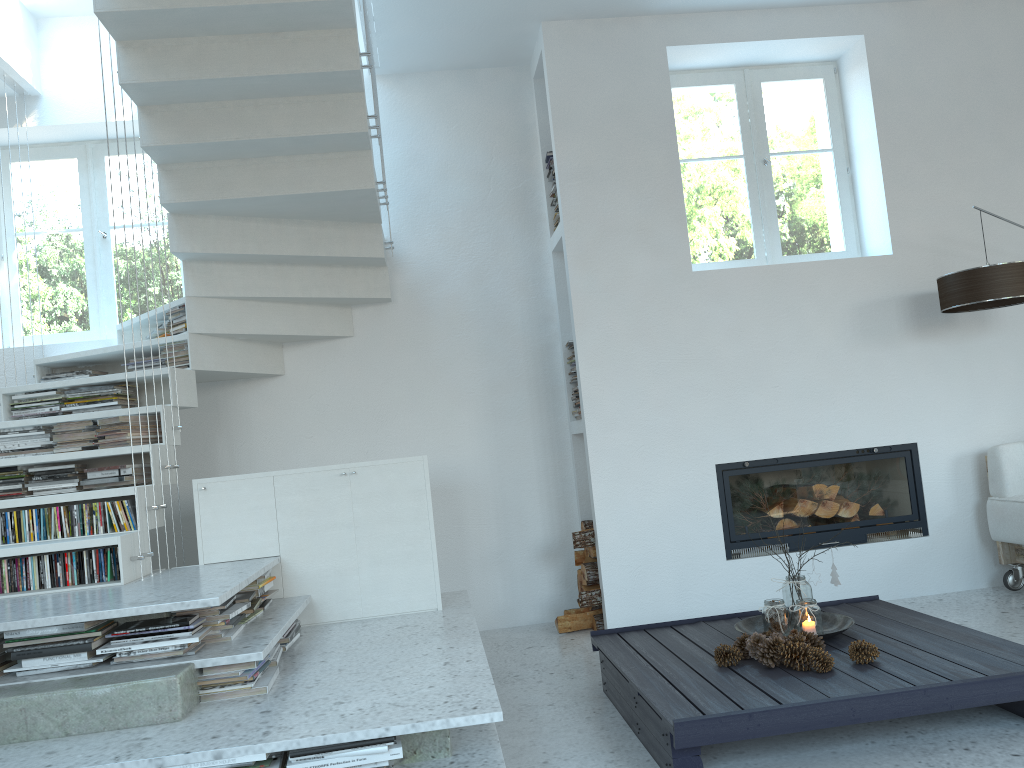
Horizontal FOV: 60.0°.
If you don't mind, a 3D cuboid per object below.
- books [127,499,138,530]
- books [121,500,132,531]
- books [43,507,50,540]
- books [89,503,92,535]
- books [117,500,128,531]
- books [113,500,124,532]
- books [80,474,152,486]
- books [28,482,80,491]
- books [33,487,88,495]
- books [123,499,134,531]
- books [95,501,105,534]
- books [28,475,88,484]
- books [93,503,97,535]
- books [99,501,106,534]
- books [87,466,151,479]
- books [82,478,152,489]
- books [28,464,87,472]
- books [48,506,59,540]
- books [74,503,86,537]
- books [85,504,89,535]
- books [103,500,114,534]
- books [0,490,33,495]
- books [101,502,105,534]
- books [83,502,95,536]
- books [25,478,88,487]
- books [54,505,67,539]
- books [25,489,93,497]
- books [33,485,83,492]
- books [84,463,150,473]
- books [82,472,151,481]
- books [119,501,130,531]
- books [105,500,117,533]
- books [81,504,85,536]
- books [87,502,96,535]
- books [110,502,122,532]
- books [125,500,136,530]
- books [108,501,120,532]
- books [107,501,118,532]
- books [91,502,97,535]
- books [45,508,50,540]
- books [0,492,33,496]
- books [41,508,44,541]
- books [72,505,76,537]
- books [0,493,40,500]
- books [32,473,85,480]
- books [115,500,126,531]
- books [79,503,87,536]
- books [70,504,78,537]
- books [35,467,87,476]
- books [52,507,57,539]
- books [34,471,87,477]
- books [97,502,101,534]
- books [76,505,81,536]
[{"bbox_3d":[-1.514,0.526,3.585,0.034,0.123,0.125,-6,-4,-6],"label":"books"},{"bbox_3d":[-1.538,0.528,3.583,0.035,0.123,0.125,-6,-4,-6],"label":"books"},{"bbox_3d":[-1.846,0.557,3.552,0.009,0.125,0.125,-6,-4,-6],"label":"books"},{"bbox_3d":[-1.673,0.540,3.569,0.008,0.125,0.125,-6,-4,-6],"label":"books"},{"bbox_3d":[-1.553,0.530,3.581,0.035,0.123,0.125,-6,-4,-6],"label":"books"},{"bbox_3d":[-1.568,0.531,3.580,0.034,0.123,0.125,-6,-4,-6],"label":"books"},{"bbox_3d":[-1.725,0.418,3.873,0.240,0.019,0.172,-7,-4,19],"label":"books"},{"bbox_3d":[-2.005,0.452,3.935,0.207,0.016,0.175,-5,-4,-11],"label":"books"},{"bbox_3d":[-2.004,0.475,3.950,0.199,0.013,0.138,-6,-4,1],"label":"books"},{"bbox_3d":[-1.530,0.528,3.584,0.034,0.123,0.125,-6,-4,-6],"label":"books"},{"bbox_3d":[-1.649,0.538,3.572,0.008,0.125,0.125,-6,-4,-6],"label":"books"},{"bbox_3d":[-2.009,0.425,3.948,0.219,0.013,0.150,-6,-4,-1],"label":"books"},{"bbox_3d":[-1.658,0.539,3.571,0.010,0.125,0.125,-6,-4,-6],"label":"books"},{"bbox_3d":[-1.634,0.536,3.573,0.008,0.125,0.125,-6,-4,-6],"label":"books"},{"bbox_3d":[-1.722,0.389,3.898,0.222,0.028,0.141,-7,-4,13],"label":"books"},{"bbox_3d":[-1.718,0.437,3.892,0.288,0.017,0.136,-7,-4,17],"label":"books"},{"bbox_3d":[-2.013,0.373,3.939,0.194,0.014,0.177,-5,-4,-11],"label":"books"},{"bbox_3d":[-1.826,0.555,3.554,0.009,0.125,0.125,-6,-4,-6],"label":"books"},{"bbox_3d":[-1.728,0.545,3.564,0.008,0.125,0.125,-6,-4,-6],"label":"books"},{"bbox_3d":[-1.686,0.541,3.568,0.008,0.125,0.125,-6,-4,-6],"label":"books"},{"bbox_3d":[-1.620,0.535,3.575,0.008,0.125,0.125,-6,-4,-6],"label":"books"},{"bbox_3d":[-2.225,0.482,3.917,0.216,0.009,0.158,-5,-4,-12],"label":"books"},{"bbox_3d":[-1.627,0.535,3.574,0.007,0.125,0.125,-6,-4,-6],"label":"books"},{"bbox_3d":[-1.694,0.542,3.567,0.007,0.125,0.125,-6,-4,-6],"label":"books"},{"bbox_3d":[-2.006,0.437,3.935,0.225,0.013,0.184,-5,-4,-8],"label":"books"},{"bbox_3d":[-1.801,0.552,3.556,0.013,0.125,0.125,-6,-4,-6],"label":"books"},{"bbox_3d":[-2.001,0.482,3.927,0.223,0.004,0.191,-5,-4,-10],"label":"books"},{"bbox_3d":[-2.005,0.465,3.951,0.188,0.008,0.147,-6,-4,-2],"label":"books"},{"bbox_3d":[-1.728,0.367,3.888,0.212,0.014,0.169,-7,-4,14],"label":"books"},{"bbox_3d":[-1.723,0.406,3.889,0.254,0.007,0.161,-7,-4,14],"label":"books"},{"bbox_3d":[-1.545,0.529,3.582,0.036,0.123,0.125,-6,-4,-6],"label":"books"},{"bbox_3d":[-1.610,0.534,3.576,0.011,0.125,0.125,-6,-4,-6],"label":"books"},{"bbox_3d":[-1.701,0.543,3.566,0.007,0.125,0.125,-6,-4,-6],"label":"books"},{"bbox_3d":[-1.679,0.541,3.569,0.008,0.125,0.125,-6,-4,-6],"label":"books"},{"bbox_3d":[-1.576,0.532,3.579,0.036,0.123,0.125,-6,-4,-6],"label":"books"},{"bbox_3d":[-1.522,0.527,3.585,0.036,0.123,0.125,-6,-4,-6],"label":"books"},{"bbox_3d":[-1.584,0.533,3.578,0.035,0.123,0.125,-6,-4,-6],"label":"books"},{"bbox_3d":[-1.592,0.534,3.577,0.034,0.123,0.125,-6,-4,-6],"label":"books"},{"bbox_3d":[-1.665,0.539,3.570,0.010,0.125,0.125,-6,-4,-6],"label":"books"},{"bbox_3d":[-1.836,0.556,3.553,0.011,0.125,0.125,-6,-4,-6],"label":"books"},{"bbox_3d":[-2.224,0.489,3.909,0.195,0.007,0.189,-5,-4,-8],"label":"books"},{"bbox_3d":[-1.856,0.558,3.551,0.013,0.125,0.125,-6,-4,-6],"label":"books"},{"bbox_3d":[-1.735,0.546,3.563,0.008,0.125,0.125,-6,-4,-6],"label":"books"},{"bbox_3d":[-2.226,0.502,3.942,0.188,0.014,0.130,-6,-4,-6],"label":"books"},{"bbox_3d":[-2.009,0.411,3.935,0.155,0.012,0.189,-6,-4,-3],"label":"books"},{"bbox_3d":[-1.560,0.531,3.581,0.034,0.123,0.125,-6,-4,-6],"label":"books"},{"bbox_3d":[-1.709,0.543,3.566,0.009,0.125,0.125,-6,-4,-6],"label":"books"},{"bbox_3d":[-1.743,0.547,3.562,0.007,0.125,0.125,-6,-4,-6],"label":"books"},{"bbox_3d":[-2.013,0.390,3.962,0.178,0.017,0.133,-6,-4,-2],"label":"books"},{"bbox_3d":[-1.815,0.554,3.555,0.016,0.125,0.125,-6,-4,-6],"label":"books"},{"bbox_3d":[-2.013,0.404,3.967,0.185,0.008,0.129,-5,-4,-7],"label":"books"},{"bbox_3d":[-1.642,0.537,3.572,0.008,0.125,0.125,-6,-4,-6],"label":"books"},{"bbox_3d":[-1.719,0.544,3.565,0.010,0.125,0.125,-6,-4,-6],"label":"books"}]
